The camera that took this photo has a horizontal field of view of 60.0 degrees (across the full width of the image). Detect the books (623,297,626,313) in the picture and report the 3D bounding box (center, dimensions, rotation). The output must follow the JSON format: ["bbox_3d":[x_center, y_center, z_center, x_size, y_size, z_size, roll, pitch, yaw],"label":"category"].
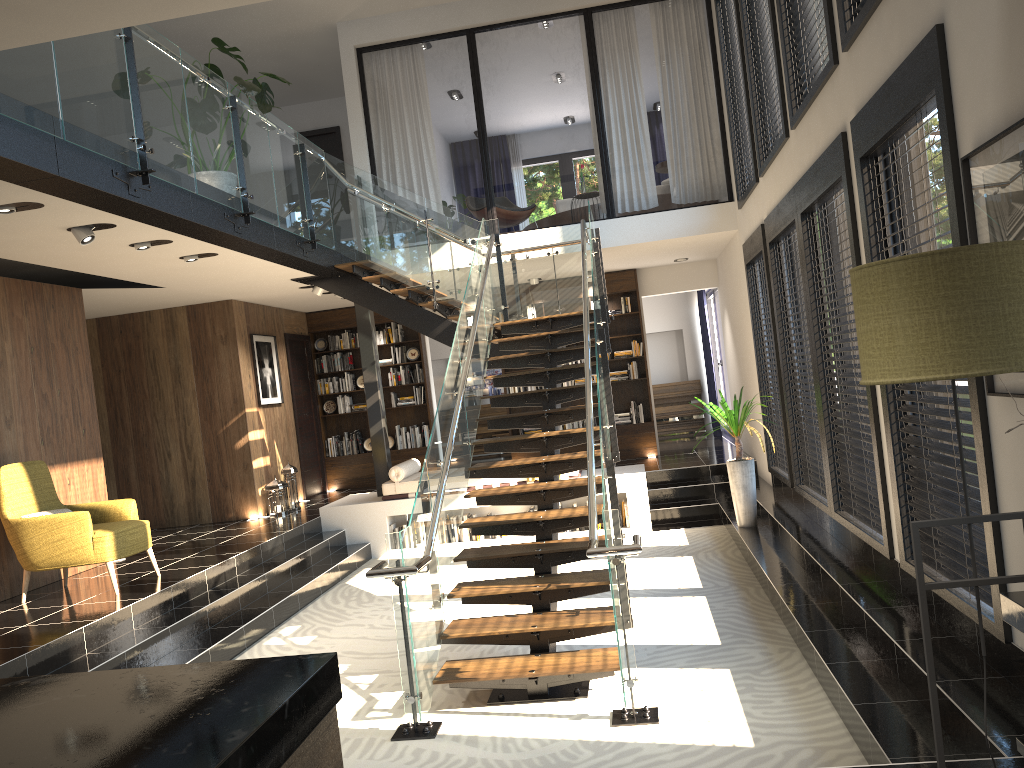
[{"bbox_3d":[1.621,-1.129,12.735,0.023,0.238,0.178,-7,0,8],"label":"books"}]

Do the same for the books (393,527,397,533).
[{"bbox_3d":[-1.342,1.797,10.328,0.024,0.229,0.171,-7,0,8],"label":"books"}]

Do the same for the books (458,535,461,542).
[{"bbox_3d":[-0.614,1.691,10.307,0.029,0.271,0.128,-7,1,8],"label":"books"}]

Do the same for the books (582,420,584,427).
[{"bbox_3d":[1.023,0.527,12.821,0.029,0.250,0.142,-7,1,8],"label":"books"}]

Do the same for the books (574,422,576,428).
[{"bbox_3d":[0.907,0.539,12.821,0.025,0.255,0.202,-7,0,8],"label":"books"}]

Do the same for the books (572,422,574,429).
[{"bbox_3d":[0.880,0.520,12.849,0.032,0.298,0.169,-7,1,8],"label":"books"}]

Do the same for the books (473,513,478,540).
[{"bbox_3d":[-0.409,1.655,10.287,0.036,0.293,0.128,-7,1,8],"label":"books"}]

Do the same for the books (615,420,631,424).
[{"bbox_3d":[1.568,0.548,12.753,0.286,0.030,0.176,-7,0,6],"label":"books"}]

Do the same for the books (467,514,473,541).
[{"bbox_3d":[-0.474,1.663,10.270,0.023,0.293,0.157,-7,1,8],"label":"books"}]

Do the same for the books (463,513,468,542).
[{"bbox_3d":[-0.519,1.662,10.277,0.026,0.305,0.187,-7,0,8],"label":"books"}]

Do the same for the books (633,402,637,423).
[{"bbox_3d":[1.768,0.408,12.715,0.027,0.311,0.148,-7,1,8],"label":"books"}]

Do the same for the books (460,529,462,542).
[{"bbox_3d":[-0.591,1.669,10.302,0.023,0.308,0.126,-7,1,8],"label":"books"}]

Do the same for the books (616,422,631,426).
[{"bbox_3d":[1.572,0.575,12.762,0.273,0.025,0.156,-7,0,5],"label":"books"}]

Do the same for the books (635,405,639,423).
[{"bbox_3d":[1.797,0.427,12.721,0.023,0.267,0.147,-7,1,8],"label":"books"}]

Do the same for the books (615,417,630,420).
[{"bbox_3d":[1.561,0.495,12.751,0.263,0.024,0.167,-7,0,3],"label":"books"}]

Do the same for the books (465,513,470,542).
[{"bbox_3d":[-0.496,1.659,10.269,0.020,0.305,0.172,-7,1,8],"label":"books"}]

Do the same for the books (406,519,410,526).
[{"bbox_3d":[-1.179,1.736,10.329,0.029,0.314,0.163,-7,1,8],"label":"books"}]

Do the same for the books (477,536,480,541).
[{"bbox_3d":[-0.379,1.682,10.240,0.028,0.233,0.205,-7,0,8],"label":"books"}]

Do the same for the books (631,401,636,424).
[{"bbox_3d":[1.739,0.404,12.717,0.030,0.326,0.195,-7,0,8],"label":"books"}]

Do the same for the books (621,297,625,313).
[{"bbox_3d":[1.594,-1.122,12.735,0.030,0.231,0.176,-7,0,8],"label":"books"}]

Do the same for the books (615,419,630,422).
[{"bbox_3d":[1.566,0.520,12.764,0.250,0.026,0.148,-7,0,4],"label":"books"}]

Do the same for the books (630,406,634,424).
[{"bbox_3d":[1.717,0.447,12.719,0.026,0.247,0.149,-7,0,8],"label":"books"}]

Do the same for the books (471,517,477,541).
[{"bbox_3d":[-0.441,1.680,10.282,0.034,0.252,0.151,-7,0,8],"label":"books"}]

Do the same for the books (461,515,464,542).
[{"bbox_3d":[-0.568,1.677,10.291,0.025,0.287,0.169,-7,0,8],"label":"books"}]

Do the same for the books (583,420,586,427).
[{"bbox_3d":[1.048,0.509,12.811,0.028,0.280,0.154,-7,1,8],"label":"books"}]

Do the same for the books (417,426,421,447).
[{"bbox_3d":[-1.376,0.786,13.186,0.011,0.300,0.153,-7,1,8],"label":"books"}]

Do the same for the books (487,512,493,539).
[{"bbox_3d":[-0.249,1.641,10.263,0.030,0.284,0.176,-7,0,8],"label":"books"}]

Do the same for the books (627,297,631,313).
[{"bbox_3d":[1.679,-1.129,12.705,0.028,0.227,0.165,-7,0,8],"label":"books"}]

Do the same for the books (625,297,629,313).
[{"bbox_3d":[1.645,-1.126,12.692,0.036,0.228,0.198,-7,0,8],"label":"books"}]

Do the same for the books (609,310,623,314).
[{"bbox_3d":[1.440,-1.024,12.755,0.288,0.025,0.175,-7,0,4],"label":"books"}]

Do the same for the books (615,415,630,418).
[{"bbox_3d":[1.560,0.471,12.762,0.251,0.026,0.148,-7,0,4],"label":"books"}]

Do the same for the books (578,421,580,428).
[{"bbox_3d":[0.963,0.536,12.820,0.023,0.246,0.149,-7,0,8],"label":"books"}]

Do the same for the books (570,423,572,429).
[{"bbox_3d":[0.850,0.533,12.854,0.031,0.280,0.141,-7,1,8],"label":"books"}]

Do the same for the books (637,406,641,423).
[{"bbox_3d":[1.820,0.441,12.716,0.022,0.234,0.178,-7,0,8],"label":"books"}]

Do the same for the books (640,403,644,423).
[{"bbox_3d":[1.861,0.416,12.694,0.025,0.274,0.204,-7,0,8],"label":"books"}]

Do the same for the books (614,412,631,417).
[{"bbox_3d":[1.555,0.443,12.747,0.288,0.030,0.175,-7,0,12],"label":"books"}]

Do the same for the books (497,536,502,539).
[{"bbox_3d":[-0.153,1.663,10.242,0.030,0.218,0.186,-7,0,8],"label":"books"}]

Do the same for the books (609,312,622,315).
[{"bbox_3d":[1.444,-1.000,12.763,0.285,0.025,0.176,-7,0,9],"label":"books"}]

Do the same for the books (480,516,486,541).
[{"bbox_3d":[-0.341,1.665,10.242,0.050,0.258,0.215,-7,0,8],"label":"books"}]

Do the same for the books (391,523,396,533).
[{"bbox_3d":[-1.367,1.772,10.346,0.024,0.286,0.130,-7,1,8],"label":"books"}]

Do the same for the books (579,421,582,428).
[{"bbox_3d":[0.992,0.529,12.823,0.034,0.255,0.194,-7,0,8],"label":"books"}]

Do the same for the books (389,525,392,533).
[{"bbox_3d":[-1.389,1.782,10.365,0.025,0.270,0.156,-7,1,8],"label":"books"}]

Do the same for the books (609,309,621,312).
[{"bbox_3d":[1.441,-1.047,12.778,0.246,0.021,0.148,-7,0,8],"label":"books"}]

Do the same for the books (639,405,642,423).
[{"bbox_3d":[1.840,0.428,12.704,0.023,0.254,0.191,-7,0,8],"label":"books"}]

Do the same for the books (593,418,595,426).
[{"bbox_3d":[1.177,0.480,12.816,0.022,0.307,0.131,-7,1,8],"label":"books"}]

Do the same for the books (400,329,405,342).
[{"bbox_3d":[-1.625,-0.720,13.217,0.022,0.195,0.135,-7,0,8],"label":"books"}]

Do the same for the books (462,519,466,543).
[{"bbox_3d":[-0.543,1.695,10.264,0.027,0.246,0.193,-7,0,8],"label":"books"}]

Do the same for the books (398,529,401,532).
[{"bbox_3d":[-1.284,1.800,10.352,0.029,0.211,0.130,-7,0,8],"label":"books"}]

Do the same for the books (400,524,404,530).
[{"bbox_3d":[-1.257,1.774,10.351,0.030,0.256,0.145,-7,1,8],"label":"books"}]

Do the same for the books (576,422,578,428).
[{"bbox_3d":[0.934,0.510,12.836,0.032,0.306,0.155,-7,1,8],"label":"books"}]

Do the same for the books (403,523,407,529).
[{"bbox_3d":[-1.212,1.760,10.307,0.035,0.273,0.200,-7,0,8],"label":"books"}]

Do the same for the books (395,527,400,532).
[{"bbox_3d":[-1.317,1.789,10.328,0.027,0.241,0.149,-7,0,8],"label":"books"}]
